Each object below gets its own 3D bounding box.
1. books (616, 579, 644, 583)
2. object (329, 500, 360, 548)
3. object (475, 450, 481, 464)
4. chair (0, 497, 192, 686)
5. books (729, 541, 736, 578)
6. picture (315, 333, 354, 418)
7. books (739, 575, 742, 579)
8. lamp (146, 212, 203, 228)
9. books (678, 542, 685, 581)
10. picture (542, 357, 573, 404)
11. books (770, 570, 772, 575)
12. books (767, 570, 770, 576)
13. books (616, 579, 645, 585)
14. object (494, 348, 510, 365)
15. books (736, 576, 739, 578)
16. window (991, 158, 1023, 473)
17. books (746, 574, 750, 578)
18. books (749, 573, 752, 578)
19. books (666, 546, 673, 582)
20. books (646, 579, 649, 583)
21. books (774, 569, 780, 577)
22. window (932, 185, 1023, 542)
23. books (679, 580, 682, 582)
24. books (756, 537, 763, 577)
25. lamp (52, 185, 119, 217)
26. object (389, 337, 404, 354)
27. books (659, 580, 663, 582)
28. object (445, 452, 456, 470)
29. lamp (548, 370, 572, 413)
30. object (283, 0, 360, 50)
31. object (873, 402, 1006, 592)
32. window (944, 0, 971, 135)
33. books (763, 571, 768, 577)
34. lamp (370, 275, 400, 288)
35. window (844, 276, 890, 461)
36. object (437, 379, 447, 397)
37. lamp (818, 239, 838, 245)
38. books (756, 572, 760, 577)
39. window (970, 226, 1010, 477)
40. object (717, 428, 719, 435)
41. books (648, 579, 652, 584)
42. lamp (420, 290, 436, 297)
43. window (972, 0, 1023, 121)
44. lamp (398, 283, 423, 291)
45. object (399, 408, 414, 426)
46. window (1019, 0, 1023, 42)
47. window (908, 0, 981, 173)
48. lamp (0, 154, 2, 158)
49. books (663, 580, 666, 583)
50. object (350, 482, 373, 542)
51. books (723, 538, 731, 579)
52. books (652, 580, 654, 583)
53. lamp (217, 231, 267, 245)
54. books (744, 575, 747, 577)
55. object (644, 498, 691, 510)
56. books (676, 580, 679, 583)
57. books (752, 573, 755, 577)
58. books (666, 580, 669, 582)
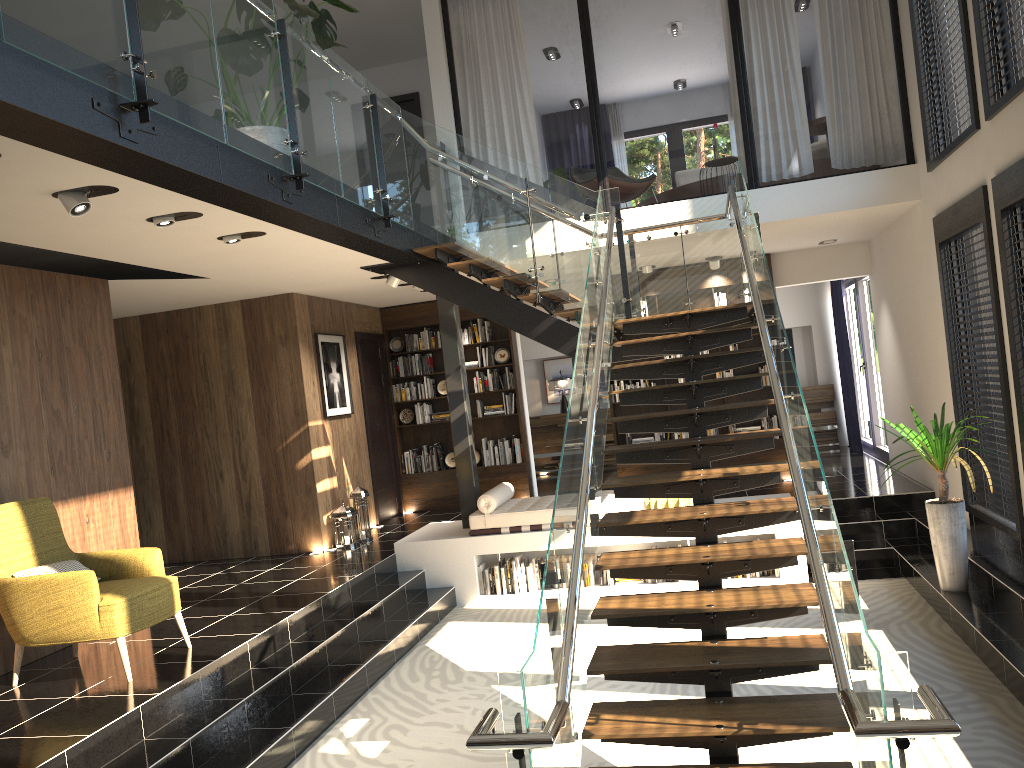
[{"bbox_3d":[1.104,1.819,8.293,0.261,0.024,0.167,-7,0,9],"label":"books"},{"bbox_3d":[-1.762,1.468,9.363,0.262,0.483,0.262,-7,0,13],"label":"object"},{"bbox_3d":[-0.505,0.961,11.431,0.212,0.222,0.082,-7,0,13],"label":"object"},{"bbox_3d":[-2.698,1.248,5.610,1.031,1.097,0.807,-7,0,12],"label":"chair"},{"bbox_3d":[2.006,1.596,8.067,0.021,0.302,0.167,-6,0,13],"label":"books"},{"bbox_3d":[-1.969,-0.100,9.870,0.028,0.911,0.748,-6,0,13],"label":"picture"},{"bbox_3d":[2.050,1.618,8.032,0.025,0.249,0.208,-6,0,13],"label":"books"},{"bbox_3d":[-2.013,-1.039,5.279,0.346,0.177,0.195,-7,0,13],"label":"lamp"},{"bbox_3d":[1.566,1.636,8.185,0.029,0.326,0.153,-6,0,13],"label":"books"},{"bbox_3d":[2.277,-0.227,14.559,3.544,0.748,0.035,-7,0,13],"label":"picture"},{"bbox_3d":[2.331,1.566,8.004,0.043,0.287,0.147,-6,0,13],"label":"books"},{"bbox_3d":[2.301,1.586,8.006,0.019,0.255,0.180,-6,0,13],"label":"books"},{"bbox_3d":[1.106,1.842,8.293,0.257,0.024,0.167,-7,0,13],"label":"books"},{"bbox_3d":[-0.125,-0.354,11.310,0.212,0.222,0.082,-7,0,13],"label":"object"},{"bbox_3d":[2.029,1.602,8.060,0.025,0.285,0.164,-6,0,13],"label":"books"},{"bbox_3d":[3.342,-0.141,5.143,0.358,2.476,1.498,-6,0,13],"label":"window"},{"bbox_3d":[2.119,1.612,8.017,0.024,0.246,0.211,-6,0,13],"label":"books"},{"bbox_3d":[2.142,1.608,8.018,0.021,0.248,0.197,-6,0,13],"label":"books"},{"bbox_3d":[1.457,1.659,8.197,0.035,0.305,0.151,-6,0,13],"label":"books"},{"bbox_3d":[1.252,1.705,8.265,0.026,0.263,0.156,-6,0,13],"label":"books"},{"bbox_3d":[2.363,1.574,7.959,0.037,0.264,0.272,-6,0,13],"label":"books"},{"bbox_3d":[3.696,-0.170,6.740,0.358,2.476,1.392,-6,0,13],"label":"window"},{"bbox_3d":[1.538,1.667,8.172,0.027,0.270,0.187,-6,0,13],"label":"books"},{"bbox_3d":[2.237,1.556,8.017,0.042,0.328,0.205,-6,0,13],"label":"books"},{"bbox_3d":[-2.177,-0.988,4.524,0.346,0.247,0.195,-7,0,13],"label":"lamp"},{"bbox_3d":[-1.506,-0.509,11.604,0.212,0.222,0.082,-7,0,13],"label":"object"},{"bbox_3d":[1.374,1.680,8.231,0.031,0.284,0.176,-6,0,13],"label":"books"},{"bbox_3d":[-0.770,0.992,11.496,0.212,0.222,0.082,-7,0,13],"label":"object"},{"bbox_3d":[0.844,0.130,14.629,0.470,0.726,0.470,-7,0,5],"label":"lamp"},{"bbox_3d":[-1.729,-2.118,6.129,1.464,1.554,1.260,-7,0,1],"label":"object"},{"bbox_3d":[3.114,0.823,6.432,0.876,1.338,0.830,-7,0,2],"label":"object"},{"bbox_3d":[3.435,-3.017,6.693,0.005,2.297,1.220,-6,0,13],"label":"window"},{"bbox_3d":[2.273,1.580,7.999,0.030,0.273,0.185,-6,0,13],"label":"books"},{"bbox_3d":[-1.234,-1.067,8.765,0.346,0.263,0.195,-7,0,13],"label":"lamp"},{"bbox_3d":[4.851,-0.275,12.086,0.184,2.476,2.980,-6,0,13],"label":"window"},{"bbox_3d":[-0.875,0.052,11.508,0.212,0.222,0.082,-7,0,13],"label":"object"},{"bbox_3d":[3.583,-1.670,10.074,0.195,0.158,0.346,-7,0,13],"label":"lamp"},{"bbox_3d":[2.203,1.582,8.011,0.028,0.285,0.210,-6,0,13],"label":"books"},{"bbox_3d":[3.763,-0.178,6.717,0.005,2.297,1.220,-6,0,13],"label":"window"},{"bbox_3d":[2.510,0.590,10.798,0.020,0.262,0.047,-6,0,13],"label":"object"},{"bbox_3d":[1.273,1.697,8.232,0.030,0.273,0.168,-6,0,13],"label":"books"},{"bbox_3d":[-0.899,-1.098,10.277,0.346,0.263,0.195,-7,0,13],"label":"lamp"},{"bbox_3d":[3.023,-2.978,5.159,0.358,2.476,1.392,-6,0,13],"label":"window"},{"bbox_3d":[-1.068,-1.098,9.520,0.346,0.231,0.195,-7,0,13],"label":"lamp"},{"bbox_3d":[-1.379,0.429,11.633,0.212,0.222,0.082,-7,0,13],"label":"object"},{"bbox_3d":[3.090,-2.986,5.136,0.005,2.297,1.220,-6,0,13],"label":"window"},{"bbox_3d":[3.367,-3.009,6.716,0.358,2.476,1.392,-6,0,13],"label":"window"},{"bbox_3d":[-2.350,-1.017,3.766,0.346,0.158,0.195,-7,0,13],"label":"lamp"},{"bbox_3d":[1.398,1.685,8.199,0.029,0.268,0.173,-6,0,13],"label":"books"},{"bbox_3d":[-1.625,1.373,9.565,0.182,0.643,0.182,-6,0,13],"label":"object"},{"bbox_3d":[1.956,1.586,8.065,0.028,0.334,0.205,-6,0,13],"label":"books"},{"bbox_3d":[1.306,1.717,8.242,0.027,0.226,0.165,-6,0,13],"label":"books"},{"bbox_3d":[-1.846,-1.054,6.037,0.346,0.177,0.195,-7,0,13],"label":"lamp"},{"bbox_3d":[2.105,1.628,8.054,0.022,0.216,0.137,-6,0,13],"label":"books"},{"bbox_3d":[1.542,1.253,8.565,0.466,0.510,1.166,-7,0,12],"label":"object"},{"bbox_3d":[1.507,1.663,8.157,0.026,0.287,0.204,-6,0,13],"label":"books"},{"bbox_3d":[2.174,1.586,8.037,0.039,0.284,0.199,-6,0,13],"label":"books"},{"bbox_3d":[1.427,1.681,8.201,0.029,0.268,0.146,-6,0,13],"label":"books"}]
